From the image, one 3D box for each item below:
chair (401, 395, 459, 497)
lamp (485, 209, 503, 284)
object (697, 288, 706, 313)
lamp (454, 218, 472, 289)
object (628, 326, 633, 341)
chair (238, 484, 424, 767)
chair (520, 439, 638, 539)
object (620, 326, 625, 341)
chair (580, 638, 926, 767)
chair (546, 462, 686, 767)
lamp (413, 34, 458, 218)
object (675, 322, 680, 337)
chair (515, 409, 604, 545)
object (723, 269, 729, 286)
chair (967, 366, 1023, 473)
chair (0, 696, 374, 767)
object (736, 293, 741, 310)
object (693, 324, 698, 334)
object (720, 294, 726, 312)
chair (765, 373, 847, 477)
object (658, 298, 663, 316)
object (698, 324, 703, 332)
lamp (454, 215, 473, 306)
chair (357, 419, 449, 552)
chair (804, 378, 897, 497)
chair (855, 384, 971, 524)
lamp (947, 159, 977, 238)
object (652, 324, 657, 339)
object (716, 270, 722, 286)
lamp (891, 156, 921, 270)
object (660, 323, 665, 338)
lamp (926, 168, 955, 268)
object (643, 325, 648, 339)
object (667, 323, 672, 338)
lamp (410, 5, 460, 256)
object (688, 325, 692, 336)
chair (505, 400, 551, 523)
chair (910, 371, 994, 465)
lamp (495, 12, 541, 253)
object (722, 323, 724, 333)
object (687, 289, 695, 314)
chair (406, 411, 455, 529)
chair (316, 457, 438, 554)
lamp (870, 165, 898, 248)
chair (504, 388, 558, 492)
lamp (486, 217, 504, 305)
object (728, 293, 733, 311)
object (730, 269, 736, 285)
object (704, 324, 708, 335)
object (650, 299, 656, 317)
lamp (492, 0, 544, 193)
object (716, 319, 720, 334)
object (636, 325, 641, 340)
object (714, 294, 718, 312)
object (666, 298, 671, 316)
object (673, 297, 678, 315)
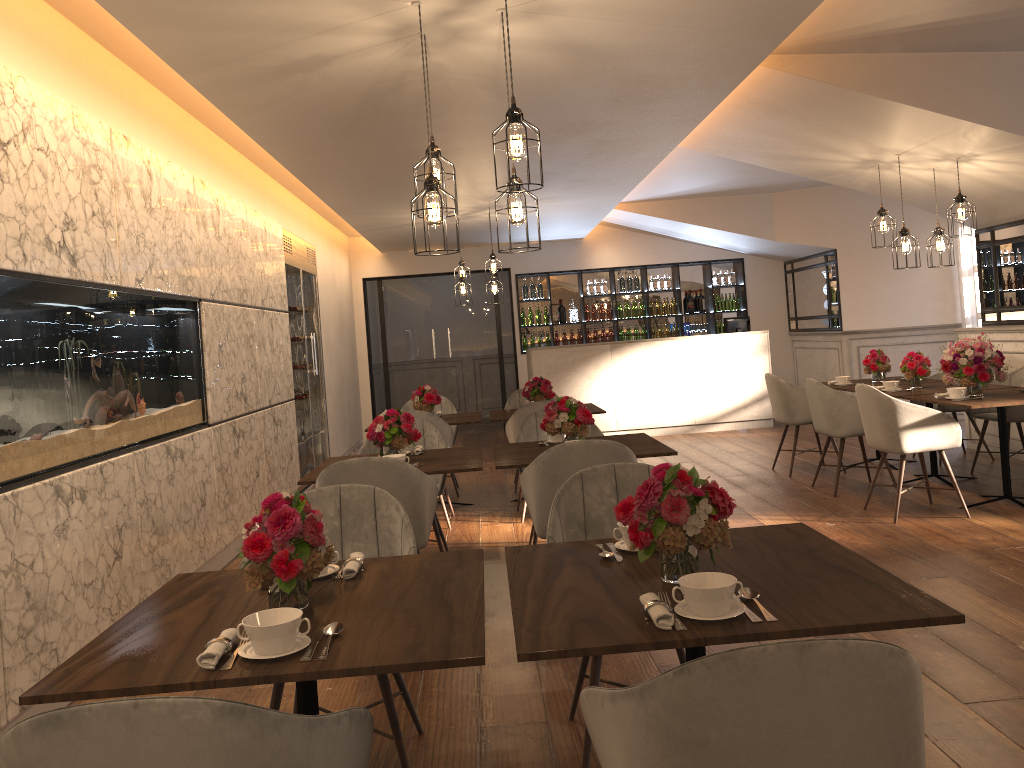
[{"bbox_3d":[-0.735,0.548,7.882,0.565,0.873,0.526,-4,1,-2],"label":"chair"},{"bbox_3d":[-0.249,-2.043,8.889,0.175,2.071,0.175,-4,0,0],"label":"lamp"},{"bbox_3d":[2.730,-1.203,12.774,0.104,0.359,0.104,-4,0,25],"label":"object"},{"bbox_3d":[-0.592,-2.045,9.407,0.175,2.071,0.175,-4,0,0],"label":"lamp"},{"bbox_3d":[1.704,-0.712,12.759,0.065,0.261,0.065,-4,0,-23],"label":"object"},{"bbox_3d":[-0.556,0.798,2.829,0.565,0.873,0.526,-4,1,-2],"label":"chair"},{"bbox_3d":[0.341,0.665,4.112,0.565,0.873,0.526,-4,1,-2],"label":"chair"},{"bbox_3d":[1.594,-0.704,12.755,0.065,0.261,0.065,-4,0,-23],"label":"object"},{"bbox_3d":[0.432,0.792,1.535,0.565,0.873,0.526,-4,1,-2],"label":"chair"},{"bbox_3d":[0.400,0.725,2.863,0.565,0.873,0.526,-4,1,-2],"label":"chair"},{"bbox_3d":[-0.391,-1.746,3.756,0.175,2.071,0.175,-4,0,0],"label":"lamp"},{"bbox_3d":[2.387,-0.764,12.783,0.065,0.261,0.065,-4,0,-23],"label":"object"},{"bbox_3d":[0.309,0.598,5.440,0.565,0.873,0.526,-4,1,-2],"label":"chair"},{"bbox_3d":[3.090,-1.538,12.784,0.070,0.236,0.041,-4,0,-2],"label":"object"},{"bbox_3d":[3.857,0.266,6.768,0.526,0.873,0.565,-4,1,-2],"label":"chair"},{"bbox_3d":[-0.525,0.865,1.501,0.565,0.873,0.526,-4,1,-2],"label":"chair"},{"bbox_3d":[3.270,-1.195,12.818,0.065,0.261,0.065,-4,0,-23],"label":"object"},{"bbox_3d":[2.653,-0.755,12.792,0.065,0.208,0.065,-4,0,43],"label":"object"},{"bbox_3d":[3.050,-1.178,12.810,0.065,0.261,0.065,-4,0,-23],"label":"object"},{"bbox_3d":[2.500,0.321,7.641,0.526,0.873,0.565,-4,1,-2],"label":"chair"},{"bbox_3d":[2.140,-1.109,12.777,0.065,0.261,0.065,-4,0,-23],"label":"object"},{"bbox_3d":[2.731,-0.761,12.795,0.065,0.208,0.065,-4,0,43],"label":"object"},{"bbox_3d":[-0.566,-1.836,9.078,0.175,2.071,0.175,-4,0,0],"label":"lamp"},{"bbox_3d":[-0.647,0.670,5.406,0.565,0.873,0.526,-4,1,-2],"label":"chair"},{"bbox_3d":[2.533,0.367,6.702,0.526,0.873,0.565,-4,1,-2],"label":"chair"},{"bbox_3d":[2.567,0.414,5.764,0.526,0.873,0.565,-4,1,-2],"label":"chair"},{"bbox_3d":[3.164,-2.096,6.366,0.175,2.071,0.175,-4,0,0],"label":"lamp"},{"bbox_3d":[2.057,-0.739,12.771,0.065,0.261,0.065,-4,0,-23],"label":"object"},{"bbox_3d":[2.990,-1.531,12.780,0.070,0.236,0.041,-4,0,-2],"label":"object"},{"bbox_3d":[2.847,-1.888,6.555,0.175,2.071,0.175,-4,0,0],"label":"lamp"},{"bbox_3d":[2.167,-0.747,12.775,0.065,0.261,0.065,-4,0,-23],"label":"object"},{"bbox_3d":[3.166,-1.919,6.693,0.175,2.071,0.175,-4,0,0],"label":"lamp"},{"bbox_3d":[1.924,-0.729,12.766,0.065,0.261,0.065,-4,0,-23],"label":"object"},{"bbox_3d":[2.277,-0.756,12.779,0.065,0.261,0.065,-4,0,-23],"label":"object"},{"bbox_3d":[-0.365,-1.537,3.427,0.175,2.071,0.175,-4,0,0],"label":"lamp"},{"bbox_3d":[2.576,-0.750,12.790,0.065,0.208,0.065,-4,0,43],"label":"object"},{"bbox_3d":[0.253,0.542,6.588,0.565,0.873,0.526,-4,1,-2],"label":"chair"},{"bbox_3d":[3.823,0.220,7.706,0.526,0.873,0.565,-4,1,-2],"label":"chair"},{"bbox_3d":[-0.045,-1.568,3.565,0.175,2.071,0.175,-4,0,0],"label":"lamp"},{"bbox_3d":[3.077,-0.816,12.808,0.065,0.261,0.065,-4,0,-23],"label":"object"},{"bbox_3d":[2.574,-1.189,12.771,0.104,0.360,0.103,-4,0,-40],"label":"object"},{"bbox_3d":[-0.703,0.614,6.554,0.565,0.873,0.526,-4,1,-2],"label":"chair"},{"bbox_3d":[-0.616,0.737,4.078,0.565,0.873,0.526,-4,1,-2],"label":"chair"},{"bbox_3d":[2.821,-2.098,6.885,0.175,2.071,0.175,-4,0,0],"label":"lamp"},{"bbox_3d":[0.221,0.475,7.916,0.565,0.873,0.526,-4,1,-2],"label":"chair"},{"bbox_3d":[-0.246,-1.866,9.216,0.175,2.071,0.175,-4,0,0],"label":"lamp"},{"bbox_3d":[3.160,-1.187,12.814,0.065,0.261,0.065,-4,0,-23],"label":"object"},{"bbox_3d":[3.190,-1.546,12.787,0.070,0.236,0.041,-4,0,-2],"label":"object"},{"bbox_3d":[2.808,-0.767,12.798,0.065,0.208,0.065,-4,0,43],"label":"object"},{"bbox_3d":[2.030,-1.101,12.773,0.065,0.261,0.065,-4,0,-23],"label":"object"},{"bbox_3d":[-0.048,-1.745,3.238,0.175,2.071,0.175,-4,0,0],"label":"lamp"},{"bbox_3d":[2.966,-0.809,12.804,0.065,0.263,0.065,-4,0,-23],"label":"object"},{"bbox_3d":[1.814,-0.721,12.763,0.065,0.261,0.065,-4,0,-23],"label":"object"},{"bbox_3d":[2.940,-1.171,12.806,0.065,0.263,0.065,-4,0,-23],"label":"object"},{"bbox_3d":[2.251,-1.118,12.781,0.065,0.261,0.065,-4,0,-23],"label":"object"},{"bbox_3d":[2.361,-1.126,12.785,0.065,0.261,0.065,-4,0,-23],"label":"object"}]
